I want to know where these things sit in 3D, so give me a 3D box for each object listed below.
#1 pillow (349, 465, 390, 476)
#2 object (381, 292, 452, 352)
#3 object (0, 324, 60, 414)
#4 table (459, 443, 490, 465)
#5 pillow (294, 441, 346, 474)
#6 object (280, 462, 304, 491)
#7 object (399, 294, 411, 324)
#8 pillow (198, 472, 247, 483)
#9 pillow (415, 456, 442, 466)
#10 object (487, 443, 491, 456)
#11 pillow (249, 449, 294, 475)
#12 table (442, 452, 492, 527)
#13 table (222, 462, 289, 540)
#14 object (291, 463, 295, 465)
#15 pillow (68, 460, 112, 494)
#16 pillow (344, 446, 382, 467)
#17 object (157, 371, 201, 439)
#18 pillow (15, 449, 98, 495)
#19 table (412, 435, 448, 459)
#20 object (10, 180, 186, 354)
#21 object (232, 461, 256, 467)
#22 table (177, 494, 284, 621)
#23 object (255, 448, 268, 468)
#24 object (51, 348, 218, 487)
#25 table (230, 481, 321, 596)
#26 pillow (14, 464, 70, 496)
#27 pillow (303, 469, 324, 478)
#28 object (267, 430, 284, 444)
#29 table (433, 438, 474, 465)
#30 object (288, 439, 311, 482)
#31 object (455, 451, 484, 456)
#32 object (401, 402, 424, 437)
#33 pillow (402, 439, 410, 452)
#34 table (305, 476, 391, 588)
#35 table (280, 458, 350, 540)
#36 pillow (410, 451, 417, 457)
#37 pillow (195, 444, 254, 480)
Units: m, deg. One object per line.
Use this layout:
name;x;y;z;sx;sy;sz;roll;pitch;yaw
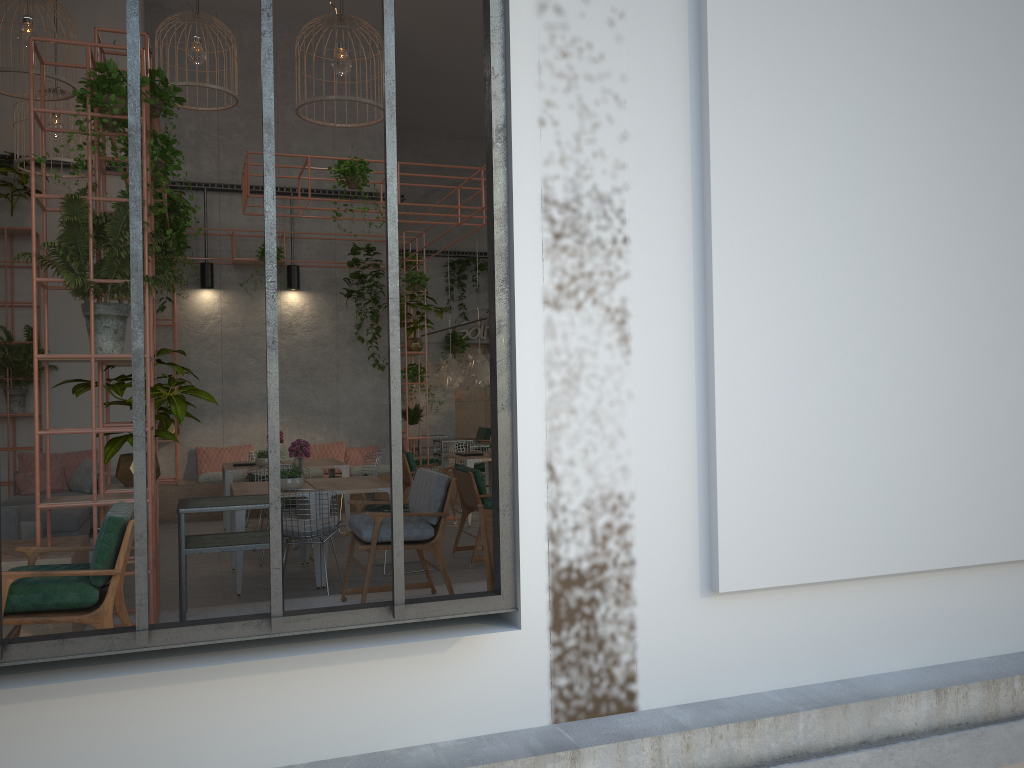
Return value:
pillow;-2.091;1.269;13.044;0.637;0.149;0.491;-1;0;-19
object;-1.406;-0.947;13.189;0.934;0.947;0.903;-1;-1;32
object;-6.133;-0.184;10.954;0.894;1.097;0.900;-1;0;10
table;-0.496;1.404;14.776;0.635;0.798;0.602;-1;0;-20
pillow;-2.891;1.098;13.165;0.839;0.474;0.276;-1;0;1
object;-1.930;0.803;7.691;0.247;0.247;0.252;-1;0;-20
object;-2.523;-1.363;18.607;0.900;1.101;0.894;-1;-1;40
pillow;-4.037;1.300;12.352;0.637;0.149;0.491;-1;0;-19
pillow;-1.444;1.268;14.463;0.491;0.149;0.637;-1;0;-19
object;-0.187;0.798;11.213;0.248;0.247;0.254;-1;0;-20
pillow;-3.499;1.156;12.972;0.666;0.385;0.289;-1;-1;-24
table;-0.421;1.342;11.548;0.694;0.830;1.205;-1;0;-20
table;-3.081;1.385;10.602;0.694;0.830;1.205;-1;0;-20
object;-2.562;0.926;10.533;0.115;0.078;0.115;-1;0;-14
pillow;-4.752;1.035;9.903;0.495;0.349;0.308;-1;-1;30
pillow;-2.291;1.137;13.401;0.666;0.385;0.289;-1;-1;-24
object;-4.680;0.280;12.036;0.934;0.919;0.903;-2;-1;42
pillow;-5.174;0.998;10.095;0.836;0.476;0.273;-1;0;-19
table;-1.671;1.453;18.082;0.635;0.798;0.602;-1;0;-20
object;-2.472;-0.725;5.414;0.894;1.101;0.900;-1;-1;35
object;-3.219;0.959;10.680;0.268;0.031;0.427;-1;0;-20
table;-1.817;1.153;5.722;0.635;0.798;0.602;-1;0;-20
object;-2.846;0.841;10.267;0.248;0.247;0.254;-1;0;-20
object;-2.427;0.213;5.849;0.934;0.923;0.903;-1;-1;37
table;-2.165;1.347;8.025;0.694;0.830;1.205;-1;0;-20
pillow;-5.195;1.061;9.803;0.479;0.317;0.441;-1;-1;-38
pillow;-3.049;1.284;12.703;0.637;0.149;0.491;-1;0;-19
object;-2.932;0.765;10.996;0.213;0.414;0.225;-1;-1;-27
table;-1.083;1.428;16.429;0.635;0.798;0.602;-1;0;-20
object;-2.014;0.727;8.414;0.213;0.414;0.225;-1;-1;-27
object;-0.560;0.916;11.626;0.268;0.031;0.427;-1;0;-20
object;-1.503;0.523;13.221;0.438;0.527;0.368;-1;0;-20
pillow;-1.809;1.088;14.222;0.276;0.474;0.839;-1;-1;-29
table;-1.512;1.337;8.262;0.694;0.830;1.214;-1;0;-20
table;-2.426;1.375;10.840;0.694;0.830;1.214;-1;0;-20
pillow;-2.023;1.292;16.094;0.491;0.149;0.637;-1;0;-19
pillow;-4.112;1.118;12.777;0.839;0.474;0.276;-1;-1;-29
